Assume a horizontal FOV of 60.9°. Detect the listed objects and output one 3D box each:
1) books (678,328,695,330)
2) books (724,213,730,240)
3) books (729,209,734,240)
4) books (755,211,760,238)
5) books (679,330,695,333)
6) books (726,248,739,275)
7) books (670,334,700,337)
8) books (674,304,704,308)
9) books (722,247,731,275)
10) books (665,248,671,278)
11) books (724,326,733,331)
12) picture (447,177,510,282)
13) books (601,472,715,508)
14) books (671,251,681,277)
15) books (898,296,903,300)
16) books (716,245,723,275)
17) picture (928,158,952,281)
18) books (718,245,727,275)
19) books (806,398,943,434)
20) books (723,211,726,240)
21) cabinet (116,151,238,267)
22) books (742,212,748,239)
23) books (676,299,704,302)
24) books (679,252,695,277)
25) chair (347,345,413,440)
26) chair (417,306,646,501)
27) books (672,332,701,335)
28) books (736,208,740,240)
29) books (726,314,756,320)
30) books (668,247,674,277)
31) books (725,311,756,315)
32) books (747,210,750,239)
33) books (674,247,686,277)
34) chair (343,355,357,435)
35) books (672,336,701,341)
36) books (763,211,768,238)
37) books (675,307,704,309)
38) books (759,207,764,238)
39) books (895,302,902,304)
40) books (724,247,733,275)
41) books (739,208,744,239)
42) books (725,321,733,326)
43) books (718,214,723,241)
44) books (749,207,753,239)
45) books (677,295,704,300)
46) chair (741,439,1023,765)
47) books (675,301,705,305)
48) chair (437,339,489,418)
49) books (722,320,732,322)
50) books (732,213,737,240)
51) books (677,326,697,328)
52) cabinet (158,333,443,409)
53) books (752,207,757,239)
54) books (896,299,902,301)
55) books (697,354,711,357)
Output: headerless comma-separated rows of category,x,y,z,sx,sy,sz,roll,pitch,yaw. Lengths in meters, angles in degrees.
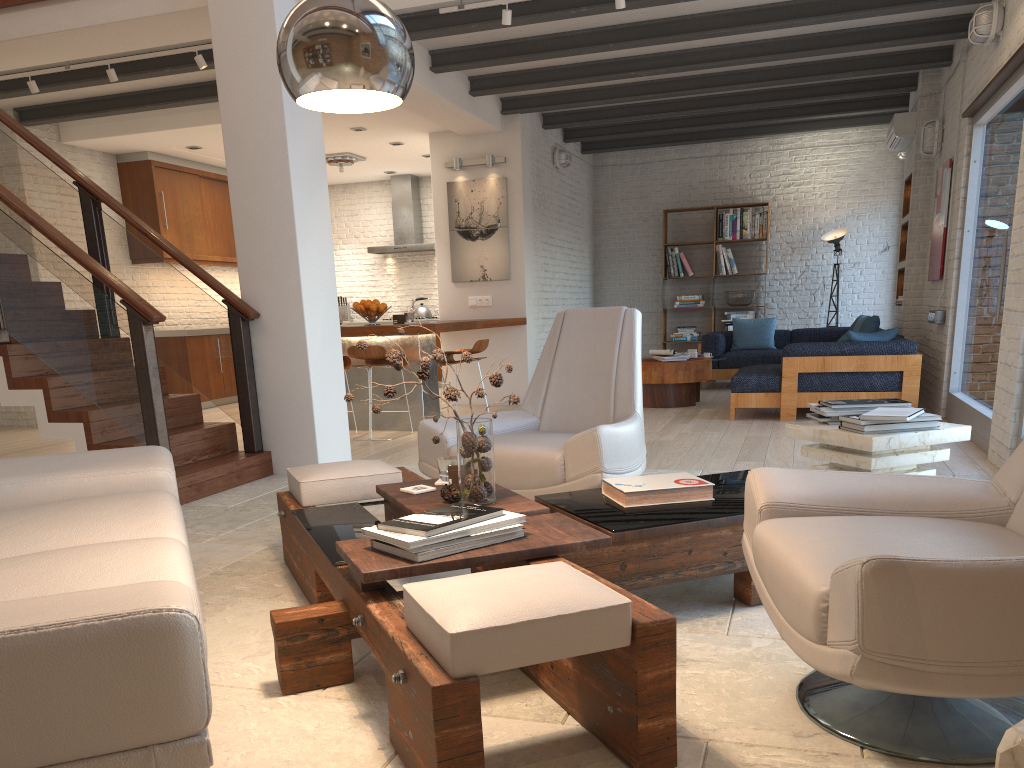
books,2.363,-0.744,11.806,0.236,0.019,0.165,-1,5,11
books,2.794,-2.025,11.293,0.055,0.341,0.246,3,12,18
books,2.838,-2.053,11.275,0.036,0.397,0.235,3,13,18
books,3.152,-2.029,11.181,0.055,0.341,0.246,3,12,18
books,2.367,-0.717,11.804,0.205,0.035,0.128,-1,6,18
books,2.879,-1.595,11.385,0.158,0.341,0.246,2,12,18
books,2.351,-0.662,11.810,0.379,0.038,0.237,-1,5,18
books,2.376,-1.049,11.686,0.379,0.038,0.236,-1,5,13
books,2.813,-1.604,11.409,0.124,0.361,0.262,2,12,18
books,2.097,-1.615,11.634,0.091,0.398,0.235,3,13,18
books,3.026,-0.746,11.557,0.380,0.067,0.236,-2,6,5
picture,-0.352,-1.607,9.161,0.654,1.052,0.019,2,15,17
books,0.510,0.371,3.078,0.326,0.058,0.247,-3,5,-11
books,2.191,-1.593,11.638,0.102,0.346,0.246,2,12,18
books,4.080,-0.895,9.024,0.132,0.035,0.200,1,6,28
books,2.730,-1.621,11.445,0.101,0.397,0.235,3,13,18
picture,3.730,-1.400,7.610,0.019,0.994,0.718,3,12,18
books,2.759,-1.619,11.412,0.103,0.397,0.235,2,13,18
books,1.447,0.128,3.459,0.389,0.082,0.550,-2,5,2
books,2.761,-2.040,11.317,0.020,0.372,0.262,3,12,18
cabinet,-3.602,-2.086,11.182,0.461,1.200,3.240,2,7,18
books,3.005,-2.027,11.218,0.055,0.341,0.246,3,12,18
books,2.386,-1.116,11.678,0.355,0.021,0.264,-1,5,17
books,2.329,-1.587,11.587,0.194,0.330,0.246,2,12,18
chair,-1.129,0.061,7.335,0.404,0.802,0.407,2,13,18
chair,0.218,0.163,4.143,1.019,1.052,0.946,5,12,34
books,2.362,-0.689,11.789,0.380,0.019,0.236,-1,5,11
books,2.926,-2.054,11.241,0.036,0.397,0.235,3,13,18
books,3.025,-0.891,11.539,0.379,0.067,0.236,-1,6,12
books,2.135,-1.617,11.629,0.091,0.398,0.235,3,13,18
books,3.017,-0.941,11.523,0.379,0.038,0.237,-1,5,18
books,3.046,-2.043,11.216,0.020,0.372,0.262,3,12,18
books,2.233,-1.615,11.586,0.121,0.395,0.235,2,13,18
chair,-1.641,0.067,7.499,0.404,0.802,0.407,2,13,18
books,2.370,-0.615,11.808,0.325,0.057,0.248,1,6,28
books,3.250,-2.032,11.172,0.055,0.341,0.246,3,12,18
books,2.388,-1.021,11.696,0.355,0.021,0.264,-1,5,18
books,3.198,-2.058,11.164,0.036,0.397,0.235,3,13,18
books,4.075,-0.843,9.045,0.161,0.018,0.245,0,6,28
books,2.837,-1.605,11.411,0.124,0.361,0.262,2,12,18
books,2.964,-2.055,11.239,0.036,0.397,0.235,3,13,18
books,2.994,-0.806,11.539,0.326,0.057,0.247,-1,5,13
books,2.725,-2.026,11.334,0.055,0.341,0.246,3,12,18
books,3.077,-2.058,11.217,0.036,0.397,0.235,3,13,18
books,2.392,-1.154,11.664,0.326,0.057,0.247,0,6,20
chair,1.128,0.306,2.056,0.983,1.034,0.991,-2,10,3
books,2.383,-1.085,11.667,0.380,0.038,0.236,-1,5,12
chair,-0.386,0.006,7.642,0.422,0.802,0.389,2,13,18
books,3.013,-0.846,11.536,0.444,0.021,0.264,-1,5,18
books,2.888,-2.027,11.281,0.055,0.341,0.246,3,12,18
books,2.364,-0.769,11.777,0.252,0.018,0.157,-1,5,18
cabinet,-2.264,-1.295,11.353,4.758,2.936,2.198,-4,11,-17
books,3.108,-2.057,11.193,0.036,0.397,0.235,3,13,18
books,4.077,-0.868,9.025,0.170,0.019,0.229,0,5,20
books,2.127,-0.325,9.898,0.230,0.023,0.159,-4,6,-23
